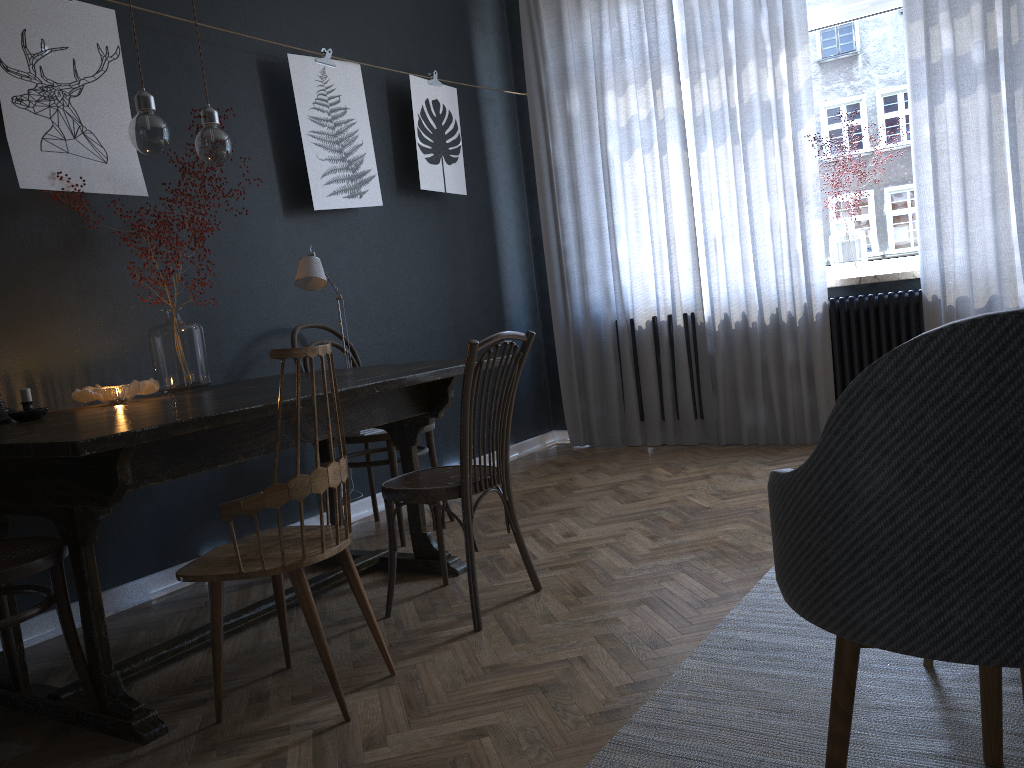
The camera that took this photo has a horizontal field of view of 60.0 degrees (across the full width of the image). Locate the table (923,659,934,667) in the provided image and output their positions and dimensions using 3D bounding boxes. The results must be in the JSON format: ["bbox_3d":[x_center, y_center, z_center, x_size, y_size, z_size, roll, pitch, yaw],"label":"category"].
[{"bbox_3d":[1.189,0.296,2.104,0.339,0.551,0.786,-3,6,33],"label":"table"}]

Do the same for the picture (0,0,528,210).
[{"bbox_3d":[-1.028,-1.101,3.579,0.058,0.772,4.449,-3,6,33],"label":"picture"}]

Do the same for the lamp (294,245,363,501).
[{"bbox_3d":[-0.700,-0.002,3.594,0.242,1.071,0.799,-8,6,-13],"label":"lamp"}]

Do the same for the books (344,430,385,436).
[{"bbox_3d":[-0.570,0.185,3.689,0.218,0.008,0.304,-3,6,40],"label":"books"}]

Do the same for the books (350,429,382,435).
[{"bbox_3d":[-0.572,0.178,3.687,0.218,0.007,0.304,-2,7,45],"label":"books"}]

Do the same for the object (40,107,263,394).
[{"bbox_3d":[-1.190,-0.435,3.040,0.639,0.932,0.556,-6,5,3],"label":"object"}]

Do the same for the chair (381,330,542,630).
[{"bbox_3d":[-0.163,0.268,2.652,0.467,0.821,0.362,-3,7,32],"label":"chair"}]

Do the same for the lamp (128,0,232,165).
[{"bbox_3d":[-0.650,-1.449,2.035,0.582,1.577,1.590,-9,6,-26],"label":"lamp"}]

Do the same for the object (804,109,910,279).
[{"bbox_3d":[1.713,-0.950,4.502,0.514,0.811,0.598,-6,5,7],"label":"object"}]

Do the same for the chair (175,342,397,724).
[{"bbox_3d":[-0.557,0.345,2.134,0.384,0.858,0.455,-5,6,18],"label":"chair"}]

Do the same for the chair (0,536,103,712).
[{"bbox_3d":[-1.291,0.406,1.980,0.438,0.922,0.548,-3,7,35],"label":"chair"}]

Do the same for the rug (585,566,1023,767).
[{"bbox_3d":[1.004,0.593,2.112,1.004,0.013,2.007,-4,6,33],"label":"rug"}]

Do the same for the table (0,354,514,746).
[{"bbox_3d":[-0.833,0.391,2.692,1.126,0.728,1.601,-3,6,33],"label":"table"}]

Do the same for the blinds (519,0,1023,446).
[{"bbox_3d":[1.856,-1.106,4.276,3.994,2.793,0.312,-3,7,33],"label":"blinds"}]

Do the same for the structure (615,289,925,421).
[{"bbox_3d":[1.417,-0.134,4.799,1.847,0.601,0.215,-3,6,33],"label":"structure"}]

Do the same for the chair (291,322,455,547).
[{"bbox_3d":[-0.591,0.176,3.729,0.549,0.922,0.437,-3,6,30],"label":"chair"}]

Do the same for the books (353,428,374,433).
[{"bbox_3d":[-0.572,0.171,3.687,0.218,0.008,0.304,-2,7,45],"label":"books"}]

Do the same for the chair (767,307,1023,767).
[{"bbox_3d":[0.727,0.285,1.283,0.645,0.812,0.494,-6,6,11],"label":"chair"}]

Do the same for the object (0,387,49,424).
[{"bbox_3d":[-1.490,-0.083,2.374,0.223,0.420,0.367,-3,6,34],"label":"object"}]

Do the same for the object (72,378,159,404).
[{"bbox_3d":[-1.243,0.027,2.790,0.252,0.072,0.253,-3,6,39],"label":"object"}]
